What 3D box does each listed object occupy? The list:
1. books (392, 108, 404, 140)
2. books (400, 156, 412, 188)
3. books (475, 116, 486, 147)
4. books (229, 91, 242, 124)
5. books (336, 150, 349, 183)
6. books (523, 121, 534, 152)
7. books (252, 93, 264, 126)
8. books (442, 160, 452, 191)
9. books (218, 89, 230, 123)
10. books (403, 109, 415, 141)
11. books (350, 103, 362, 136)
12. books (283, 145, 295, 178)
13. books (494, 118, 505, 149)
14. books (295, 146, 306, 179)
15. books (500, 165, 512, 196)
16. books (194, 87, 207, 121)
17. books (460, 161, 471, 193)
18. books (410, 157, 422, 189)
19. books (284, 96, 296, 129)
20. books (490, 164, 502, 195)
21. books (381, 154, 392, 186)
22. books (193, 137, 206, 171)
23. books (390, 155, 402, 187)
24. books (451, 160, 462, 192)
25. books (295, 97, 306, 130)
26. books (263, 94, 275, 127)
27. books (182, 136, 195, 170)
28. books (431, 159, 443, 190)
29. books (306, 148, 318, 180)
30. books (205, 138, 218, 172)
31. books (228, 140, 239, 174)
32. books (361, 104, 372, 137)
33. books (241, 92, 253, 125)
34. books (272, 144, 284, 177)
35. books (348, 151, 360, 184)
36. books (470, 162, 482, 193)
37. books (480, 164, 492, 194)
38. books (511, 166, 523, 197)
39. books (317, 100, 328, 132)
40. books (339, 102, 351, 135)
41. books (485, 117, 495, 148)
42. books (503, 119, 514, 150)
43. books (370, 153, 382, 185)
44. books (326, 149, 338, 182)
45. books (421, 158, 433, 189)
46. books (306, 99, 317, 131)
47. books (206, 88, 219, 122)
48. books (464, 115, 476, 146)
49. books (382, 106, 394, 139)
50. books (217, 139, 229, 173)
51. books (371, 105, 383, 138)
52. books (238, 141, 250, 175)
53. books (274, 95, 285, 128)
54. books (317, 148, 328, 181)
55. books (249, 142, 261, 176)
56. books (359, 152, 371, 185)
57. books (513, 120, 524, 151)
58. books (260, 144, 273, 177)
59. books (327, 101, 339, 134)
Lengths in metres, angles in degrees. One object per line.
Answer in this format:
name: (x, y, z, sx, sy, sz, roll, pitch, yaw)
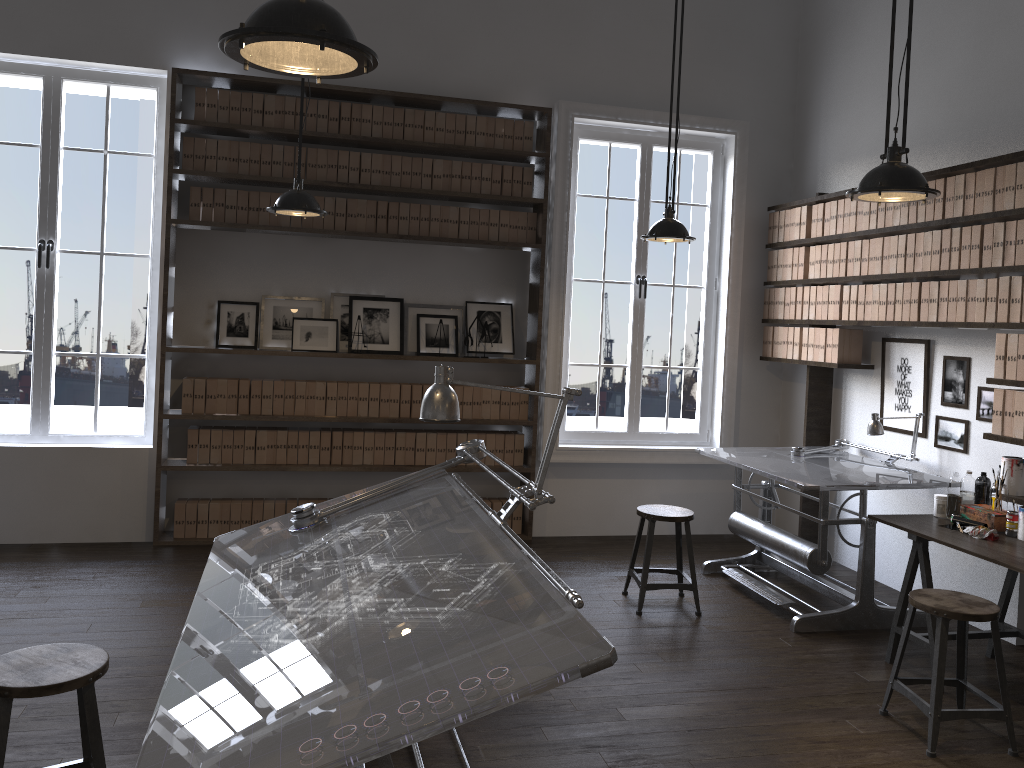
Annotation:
books: (-0.782, -1.747, 6.027, 0.066, 0.225, 0.175, 2, 2, -14)
books: (-0.732, -1.428, 6.050, 0.066, 0.225, 0.175, 2, 2, -14)
books: (-0.234, -1.731, 6.159, 0.066, 0.225, 0.175, 2, 2, -14)
books: (-1.801, -1.777, 5.779, 0.066, 0.225, 0.175, 2, 2, -14)
books: (-1.137, -1.439, 5.943, 0.066, 0.225, 0.175, 2, 2, -14)
books: (0.095, -1.721, 6.239, 0.066, 0.225, 0.175, 2, 2, -14)
books: (-1.664, -1.773, 5.806, 0.067, 0.225, 0.175, 2, 2, -14)
books: (-0.465, -1.420, 6.113, 0.066, 0.225, 0.175, 2, 2, -14)
books: (-1.868, -1.779, 5.758, 0.066, 0.225, 0.175, 2, 2, -14)
books: (-0.710, -1.745, 6.043, 0.066, 0.225, 0.175, 2, 2, -14)
books: (-1.052, -1.755, 5.962, 0.066, 0.225, 0.175, 2, 2, -14)
books: (-1.479, -1.450, 5.866, 0.066, 0.225, 0.175, 2, 2, -14)
books: (-0.107, -1.727, 6.187, 0.067, 0.225, 0.175, 2, 2, -14)
books: (-1.404, -1.447, 5.879, 0.067, 0.225, 0.175, 2, 2, -14)
books: (-0.054, -1.408, 6.210, 0.067, 0.225, 0.175, 2, 2, -14)
books: (-2.008, -1.783, 5.720, 0.067, 0.225, 0.175, 2, 2, -14)
books: (-0.335, -1.416, 6.147, 0.066, 0.225, 0.175, 2, 2, -14)
books: (-0.664, -1.426, 6.065, 0.066, 0.225, 0.175, 2, 2, -14)
books: (-1.467, -1.767, 5.853, 0.067, 0.225, 0.175, 2, 2, -14)
books: (-0.128, -1.410, 6.198, 0.066, 0.225, 0.175, 2, 2, -14)
books: (-0.864, -1.432, 6.015, 0.066, 0.225, 0.175, 2, 2, -14)
books: (-2.015, -1.465, 5.733, 0.066, 0.225, 0.175, 2, 2, -14)
books: (-0.799, -1.429, 6.027, 0.067, 0.225, 0.175, 2, 2, -14)
books: (-0.399, -1.417, 6.125, 0.067, 0.225, 0.175, 2, 2, -14)
books: (-1.403, -1.766, 5.875, 0.066, 0.225, 0.175, 2, 2, -14)
books: (-1.594, -1.771, 5.825, 0.066, 0.225, 0.175, 2, 2, -14)
books: (-2.083, -1.467, 5.719, 0.066, 0.225, 0.175, 2, 2, -14)
books: (-0.525, -1.421, 6.097, 0.066, 0.225, 0.175, 2, 2, -14)
books: (-1.334, -1.445, 5.902, 0.066, 0.225, 0.175, 2, 2, -14)
books: (-1.945, -1.463, 5.746, 0.067, 0.225, 0.175, 2, 2, -14)
books: (-1.815, -1.459, 5.782, 0.066, 0.225, 0.175, 2, 2, -14)
books: (-0.987, -1.753, 5.971, 0.066, 0.225, 0.175, 2, 2, -14)
books: (-1.733, -1.775, 5.793, 0.066, 0.225, 0.175, 2, 2, -14)
books: (-1.546, -1.451, 5.845, 0.066, 0.225, 0.175, 2, 2, -14)
books: (-1.068, -1.437, 5.964, 0.066, 0.225, 0.175, 2, 2, -14)
books: (-0.266, -1.414, 6.164, 0.066, 0.225, 0.175, 2, 2, -14)
books: (-0.196, -1.412, 6.176, 0.066, 0.225, 0.175, 2, 2, -14)
books: (0.016, -1.406, 6.233, 0.066, 0.225, 0.175, 2, 2, -14)
books: (-1.265, -1.761, 5.905, 0.066, 0.225, 0.175, 2, 2, -14)
books: (-1.123, -1.757, 5.939, 0.067, 0.225, 0.175, 2, 2, -14)
books: (-0.173, -1.730, 6.176, 0.066, 0.225, 0.175, 2, 2, -14)
books: (-0.043, -1.726, 6.209, 0.066, 0.225, 0.175, 2, 2, -14)
books: (-0.925, -1.433, 5.999, 0.066, 0.225, 0.175, 2, 2, -14)
books: (-1.207, -1.441, 5.926, 0.067, 0.225, 0.175, 2, 2, -14)
books: (-0.595, -1.423, 6.078, 0.067, 0.225, 0.175, 2, 2, -14)
books: (-1.335, -1.764, 5.892, 0.066, 0.225, 0.175, 2, 2, -14)
books: (-1.937, -1.781, 5.738, 0.066, 0.225, 0.175, 2, 2, -14)
books: (-0.304, -1.733, 6.140, 0.067, 0.225, 0.175, 2, 2, -14)
books: (-0.851, -1.750, 6.012, 0.066, 0.225, 0.175, 2, 2, -14)
books: (-1.876, -1.461, 5.765, 0.066, 0.225, 0.175, 2, 2, -14)
books: (-0.917, -1.751, 5.991, 0.066, 0.225, 0.175, 2, 2, -14)
books: (-1.749, -1.457, 5.793, 0.067, 0.225, 0.175, 2, 2, -14)
books: (-1.533, -1.770, 5.842, 0.066, 0.225, 0.175, 2, 2, -14)
books: (-1.270, -1.443, 5.915, 0.066, 0.225, 0.175, 2, 2, -14)
books: (-1.685, -1.456, 5.815, 0.066, 0.225, 0.175, 2, 2, -14)
books: (-0.995, -1.435, 5.980, 0.067, 0.225, 0.175, 2, 2, -14)
books: (0.026, -1.724, 6.226, 0.066, 0.225, 0.175, 2, 2, -14)
books: (-1.616, -1.454, 5.832, 0.066, 0.225, 0.175, 2, 2, -14)
books: (-1.197, -1.760, 5.926, 0.066, 0.225, 0.175, 2, 2, -14)
